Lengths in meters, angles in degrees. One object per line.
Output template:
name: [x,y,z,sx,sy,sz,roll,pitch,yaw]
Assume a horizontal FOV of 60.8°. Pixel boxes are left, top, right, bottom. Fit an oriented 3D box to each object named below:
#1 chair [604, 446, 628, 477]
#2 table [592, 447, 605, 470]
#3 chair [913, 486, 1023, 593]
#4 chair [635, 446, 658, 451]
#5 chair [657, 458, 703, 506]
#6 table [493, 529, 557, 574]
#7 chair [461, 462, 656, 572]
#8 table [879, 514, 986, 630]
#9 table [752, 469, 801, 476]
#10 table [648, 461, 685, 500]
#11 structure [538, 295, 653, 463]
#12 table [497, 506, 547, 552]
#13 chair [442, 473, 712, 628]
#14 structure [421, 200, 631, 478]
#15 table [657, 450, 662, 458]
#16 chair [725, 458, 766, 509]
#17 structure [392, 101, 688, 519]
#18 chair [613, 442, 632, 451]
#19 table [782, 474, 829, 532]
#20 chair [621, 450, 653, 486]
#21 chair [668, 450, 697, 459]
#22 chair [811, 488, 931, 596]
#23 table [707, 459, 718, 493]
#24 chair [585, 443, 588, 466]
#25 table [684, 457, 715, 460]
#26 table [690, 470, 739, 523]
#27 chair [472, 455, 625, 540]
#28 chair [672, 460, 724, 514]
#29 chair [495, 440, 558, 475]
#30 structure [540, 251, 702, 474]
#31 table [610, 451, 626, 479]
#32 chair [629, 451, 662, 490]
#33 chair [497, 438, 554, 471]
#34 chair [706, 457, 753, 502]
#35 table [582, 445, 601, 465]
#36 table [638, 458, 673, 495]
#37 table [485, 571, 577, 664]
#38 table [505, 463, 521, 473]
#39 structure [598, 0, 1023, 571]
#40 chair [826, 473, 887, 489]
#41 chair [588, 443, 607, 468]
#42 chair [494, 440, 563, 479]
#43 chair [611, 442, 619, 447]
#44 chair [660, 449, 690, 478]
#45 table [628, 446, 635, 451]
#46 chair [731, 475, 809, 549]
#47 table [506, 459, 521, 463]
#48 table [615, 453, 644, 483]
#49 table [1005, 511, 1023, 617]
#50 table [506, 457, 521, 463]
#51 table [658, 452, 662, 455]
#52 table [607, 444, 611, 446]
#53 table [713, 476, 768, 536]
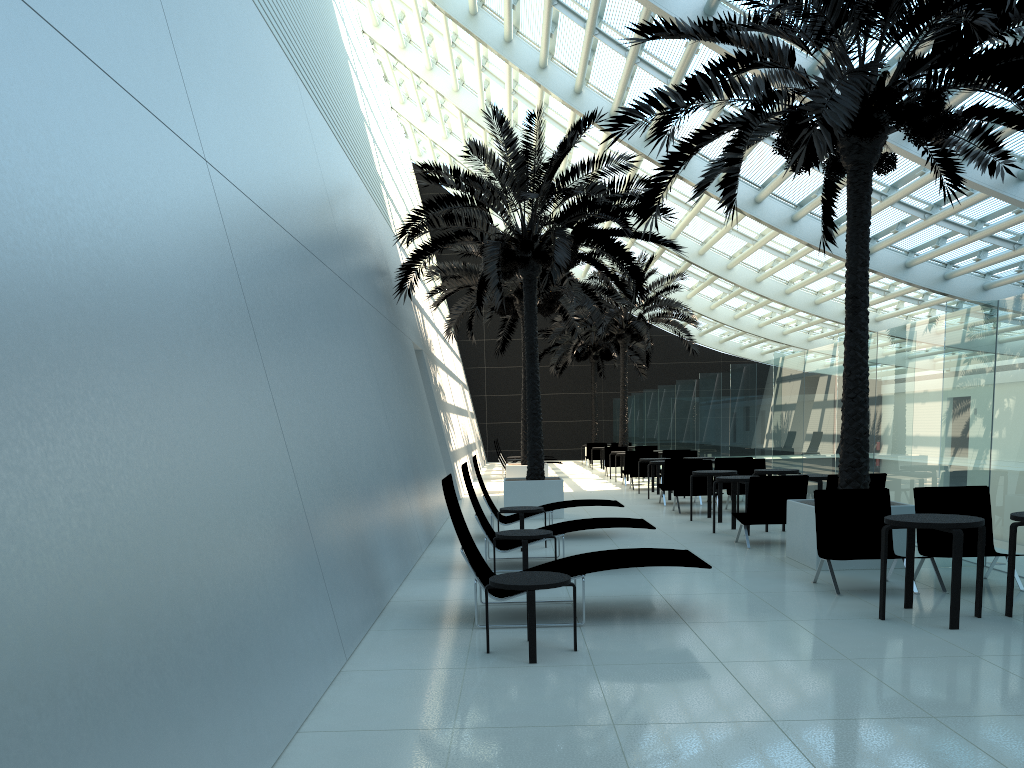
chair: [3.183,2.332,26.212,0.716,0.898,0.878,-1,2,0]
table: [3.176,2.609,30.601,0.678,0.790,0.673,1,4,38]
chair: [4.125,1.384,7.793,0.716,0.898,0.878,-1,2,0]
chair: [4.116,2.309,26.210,0.716,0.898,0.878,-1,2,0]
chair: [3.203,1.854,16.700,0.716,0.898,0.878,-1,2,0]
table: [0.126,1.704,8.513,0.552,0.523,0.549,1,3,43]
chair: [0.500,1.424,9.630,2.036,1.172,0.911,-1,4,0]
table: [3.188,1.405,6.629,0.674,0.790,0.677,-4,4,-43]
table: [4.154,1.737,13.710,0.678,0.790,0.673,1,4,38]
table: [3.173,1.970,17.882,0.678,0.790,0.674,2,4,43]
structure: [3.563,-0.240,36.126,4.442,7.103,4.765,-3,5,-21]
table: [0.125,1.833,11.081,0.552,0.523,0.549,1,3,43]
chair: [0.501,1.295,7.062,2.036,1.172,0.911,-1,4,0]
structure: [0.188,-0.874,20.600,4.279,6.977,4.582,2,5,33]
table: [4.148,2.301,24.941,0.678,0.790,0.673,1,4,38]
chair: [4.121,1.745,14.991,0.716,0.898,0.878,-1,2,0]
structure: [0.397,-1.149,14.613,4.626,6.916,4.237,-3,5,-21]
chair: [4.113,2.594,31.892,0.716,0.898,0.878,-1,2,0]
table: [4.146,1.656,12.095,0.678,0.790,0.674,2,4,43]
chair: [3.200,2.137,22.333,0.716,0.898,0.878,-1,2,0]
chair: [4.118,2.029,20.636,0.716,0.898,0.878,-1,2,0]
chair: [3.193,1.407,7.795,0.716,0.898,0.878,-1,2,0]
table: [4.142,1.947,17.879,0.678,0.790,0.674,2,4,43]
chair: [3.194,2.702,33.589,0.716,0.898,0.878,-1,2,0]
table: [4.151,2.020,19.343,0.678,0.790,0.673,1,4,38]
table: [3.184,1.761,13.712,0.678,0.790,0.673,1,4,38]
chair: [0.499,1.553,12.197,2.036,1.172,0.911,-1,4,0]
chair: [3.189,1.768,14.993,0.716,0.898,0.878,-1,2,0]
chair: [0.490,2.394,28.936,2.036,1.172,0.911,-1,4,0]
structure: [3.541,-0.647,27.995,4.819,7.105,4.388,-2,5,-6]
table: [3.179,2.325,24.944,0.678,0.790,0.673,1,4,38]
chair: [3.186,2.052,20.639,0.716,0.898,0.878,-1,2,0]
chair: [0.489,2.527,31.584,2.036,1.172,0.911,-1,4,0]
chair: [4.135,1.831,16.698,0.716,0.898,0.878,-1,2,0]
table: [3.164,2.819,34.771,0.674,0.790,0.677,-4,4,-43]
table: [3.181,2.044,19.345,0.678,0.790,0.673,1,4,38]
table: [0.127,1.575,5.945,0.552,0.523,0.549,1,3,43]
table: [0.117,2.545,25.252,0.553,0.523,0.549,0,3,38]
structure: [3.556,-1.608,8.883,4.821,7.105,4.387,0,5,19]
chair: [4.138,1.540,10.913,0.716,0.898,0.878,-1,2,0]
chair: [3.180,2.617,31.894,0.716,0.898,0.878,-1,2,0]
chair: [0.491,2.265,26.369,2.036,1.172,0.911,-1,4,0]
chair: [4.126,2.679,33.587,0.716,0.898,0.878,-1,2,0]
chair: [4.132,2.114,22.331,0.716,0.898,0.878,-1,2,0]
table: [4.145,2.585,30.599,0.678,0.790,0.673,1,4,38]
chair: [3.206,1.563,10.916,0.716,0.898,0.878,-1,2,0]
table: [0.116,2.674,27.820,0.552,0.523,0.549,1,3,43]
table: [3.170,2.253,23.515,0.678,0.790,0.674,2,4,43]
table: [4.157,1.381,6.626,0.674,0.790,0.677,-4,4,-43]
table: [0.115,2.807,30.467,0.552,0.523,0.549,1,3,43]
table: [4.140,2.229,23.513,0.678,0.790,0.674,2,4,43]
table: [4.134,2.795,34.769,0.674,0.790,0.677,-4,4,-43]
table: [3.176,1.680,12.098,0.678,0.790,0.674,2,4,43]
